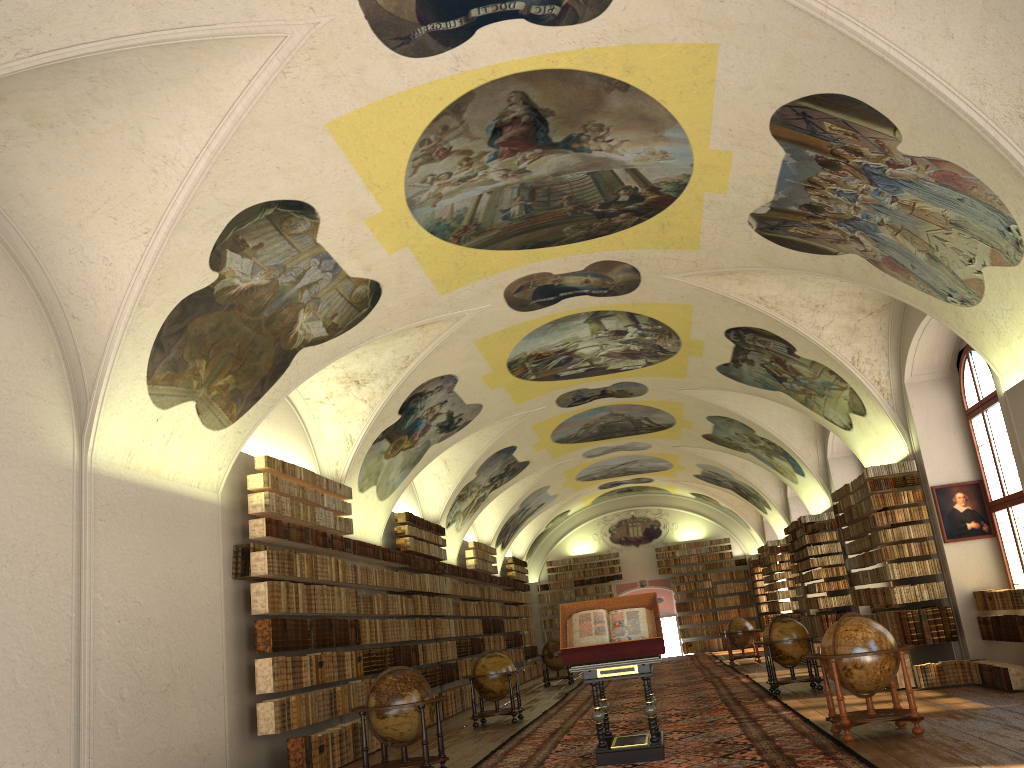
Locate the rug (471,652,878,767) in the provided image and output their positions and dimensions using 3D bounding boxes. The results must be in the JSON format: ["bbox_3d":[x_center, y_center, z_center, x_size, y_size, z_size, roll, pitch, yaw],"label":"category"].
[{"bbox_3d":[3.280,7.185,20.736,4.706,0.064,37.076,-9,-16,7],"label":"rug"}]

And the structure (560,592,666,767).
[{"bbox_3d":[1.396,3.774,11.429,1.246,1.971,1.900,-9,-15,7],"label":"structure"}]

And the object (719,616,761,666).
[{"bbox_3d":[7.163,8.006,27.723,1.280,1.441,1.284,6,-20,-38],"label":"object"}]

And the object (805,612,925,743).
[{"bbox_3d":[4.288,3.526,10.822,1.281,1.441,1.283,8,-21,-43],"label":"object"}]

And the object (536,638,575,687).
[{"bbox_3d":[1.433,8.918,28.489,1.280,1.441,1.284,6,-20,-38],"label":"object"}]

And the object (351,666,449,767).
[{"bbox_3d":[-1.436,4.434,11.576,1.279,1.441,1.285,2,-17,-29],"label":"object"}]

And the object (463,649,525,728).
[{"bbox_3d":[-0.344,6.137,18.001,1.281,1.441,1.283,8,-21,-43],"label":"object"}]

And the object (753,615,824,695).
[{"bbox_3d":[5.381,5.229,17.246,1.279,1.441,1.285,2,-17,-29],"label":"object"}]
